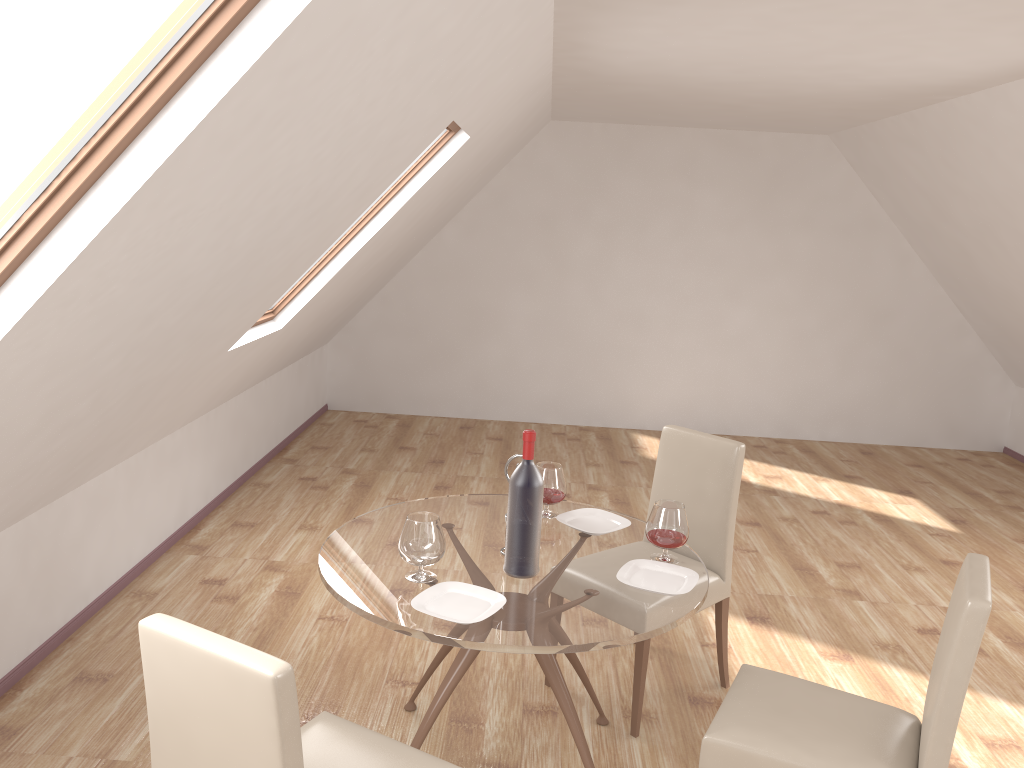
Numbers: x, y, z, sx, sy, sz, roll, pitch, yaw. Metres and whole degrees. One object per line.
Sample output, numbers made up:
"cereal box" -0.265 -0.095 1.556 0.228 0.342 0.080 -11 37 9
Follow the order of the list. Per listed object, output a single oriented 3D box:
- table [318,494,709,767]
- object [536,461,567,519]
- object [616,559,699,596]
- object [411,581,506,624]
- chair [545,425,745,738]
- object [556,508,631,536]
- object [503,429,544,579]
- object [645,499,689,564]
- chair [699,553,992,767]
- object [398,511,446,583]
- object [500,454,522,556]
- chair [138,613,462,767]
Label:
"table" -0.015 0.910 2.851 1.198 0.770 1.198 8 12 22
"object" 0.126 0.375 3.148 0.136 0.183 0.136 -1 11 -19
"object" 0.430 0.576 2.620 0.228 0.020 0.228 8 12 24
"object" -0.142 0.591 2.375 0.228 0.020 0.228 9 12 27
"chair" 0.530 0.712 3.445 0.618 0.999 0.477 -7 15 -43
"object" 0.282 0.481 3.072 0.228 0.020 0.228 -7 15 -42
"object" 0.039 0.347 2.591 0.109 0.435 0.109 3 11 -2
"object" 0.488 0.465 2.788 0.136 0.183 0.136 -1 11 -19
"chair" 0.887 0.927 2.429 0.618 0.999 0.477 9 12 26
"object" -0.259 0.468 2.550 0.136 0.183 0.136 9 12 28
"object" 0.017 0.374 2.750 0.086 0.322 0.096 -4 13 -35
"chair" -0.453 0.932 2.010 0.477 0.999 0.618 9 12 29
